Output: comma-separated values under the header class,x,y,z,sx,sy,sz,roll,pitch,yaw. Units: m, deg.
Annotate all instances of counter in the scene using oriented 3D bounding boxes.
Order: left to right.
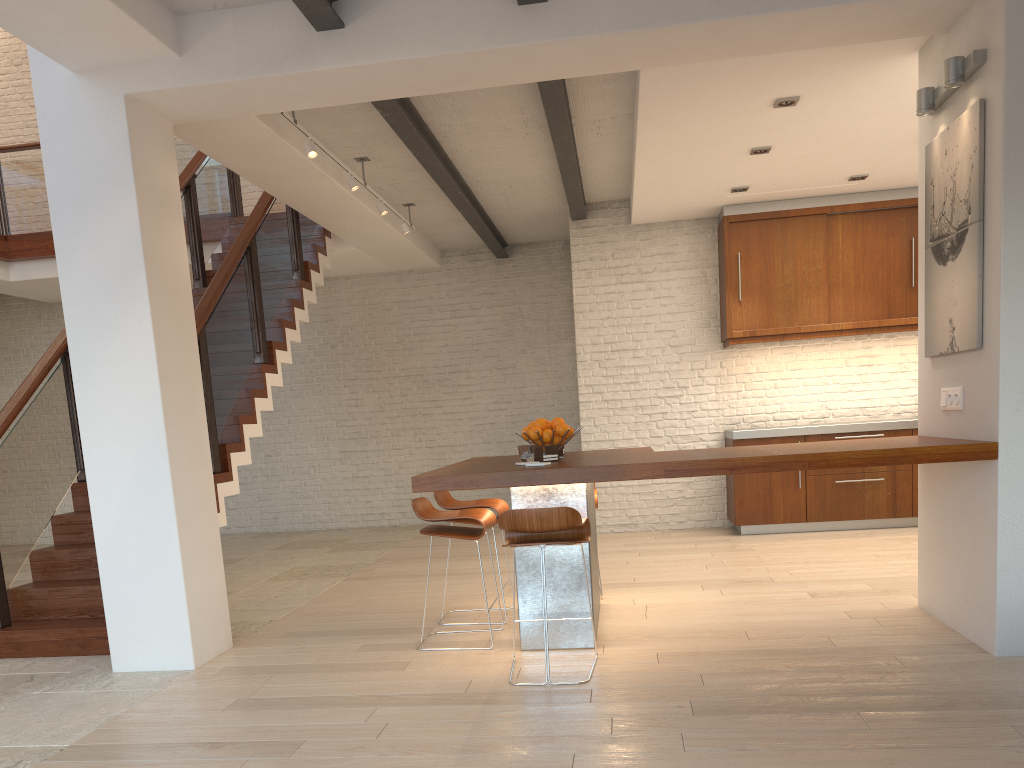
class,x,y,z,sx,sy,sz,roll,pitch,yaw
counter,0.913,0.822,4.670,2.500,0.933,1.665,-4,0,7
counter,3.406,0.286,6.136,3.338,0.071,3.482,-4,-2,7

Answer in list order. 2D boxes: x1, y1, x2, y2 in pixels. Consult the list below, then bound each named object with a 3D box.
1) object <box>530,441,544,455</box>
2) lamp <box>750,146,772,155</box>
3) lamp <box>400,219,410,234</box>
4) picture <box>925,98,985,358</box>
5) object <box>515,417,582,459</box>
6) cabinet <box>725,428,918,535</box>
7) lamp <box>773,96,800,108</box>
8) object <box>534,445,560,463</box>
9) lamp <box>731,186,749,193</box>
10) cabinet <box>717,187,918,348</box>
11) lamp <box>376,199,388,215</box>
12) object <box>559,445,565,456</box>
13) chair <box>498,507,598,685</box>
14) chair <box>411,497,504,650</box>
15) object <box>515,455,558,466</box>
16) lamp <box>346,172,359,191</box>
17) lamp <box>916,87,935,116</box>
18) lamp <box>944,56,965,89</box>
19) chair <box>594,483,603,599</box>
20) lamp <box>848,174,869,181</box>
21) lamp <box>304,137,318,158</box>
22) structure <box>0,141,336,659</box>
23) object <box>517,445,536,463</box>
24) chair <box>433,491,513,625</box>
class,x,y,z,sx,sy,sz,roll,pitch,yaw
object,0.146,0.366,4.977,0.091,0.086,0.090,-4,3,4
lamp,1.660,-1.577,5.823,0.124,0.056,0.122,-4,0,7
lamp,-0.899,-1.314,7.311,0.085,0.131,0.058,-6,7,-22
picture,2.002,-0.652,3.969,0.020,1.030,0.642,-3,5,7
object,0.200,0.293,4.678,0.361,0.225,0.364,-4,1,-27
cabinet,3.766,-0.264,6.283,2.250,2.864,4.765,-6,2,-29
lamp,1.546,-1.606,4.912,0.124,0.056,0.122,-4,0,7
object,0.165,0.356,4.419,0.113,0.083,0.094,-5,2,-38
lamp,1.787,-1.545,6.840,0.124,0.056,0.122,-4,0,7
cabinet,3.500,-1.038,7.442,3.347,1.188,0.451,-4,7,8
lamp,-0.985,-1.337,6.602,0.086,0.131,0.059,-3,6,9
object,0.253,0.376,5.081,0.094,0.083,0.113,-4,1,7
chair,0.157,0.919,3.916,0.405,0.787,0.414,-3,6,7
chair,-0.302,0.976,4.582,0.423,0.787,0.396,-3,6,7
object,0.109,0.379,4.301,0.198,0.035,0.391,-4,-2,11
lamp,-1.076,-1.360,5.872,0.086,0.131,0.059,-3,6,9
lamp,1.924,-1.313,4.055,0.080,0.106,0.078,-1,5,35
lamp,1.881,-1.324,3.707,0.080,0.106,0.078,-1,5,35
chair,0.366,0.971,5.588,0.405,0.787,0.414,-3,6,7
lamp,2.670,-1.609,6.723,0.124,0.056,0.122,-4,0,7
lamp,-1.179,-1.383,5.107,0.059,0.131,0.086,-8,6,-33
structure,-1.489,-0.639,4.856,13.875,4.198,10.036,-4,-1,7
object,0.074,0.344,4.305,0.091,0.086,0.090,-3,3,22
chair,-0.236,0.993,5.110,0.423,0.787,0.396,-3,6,7
